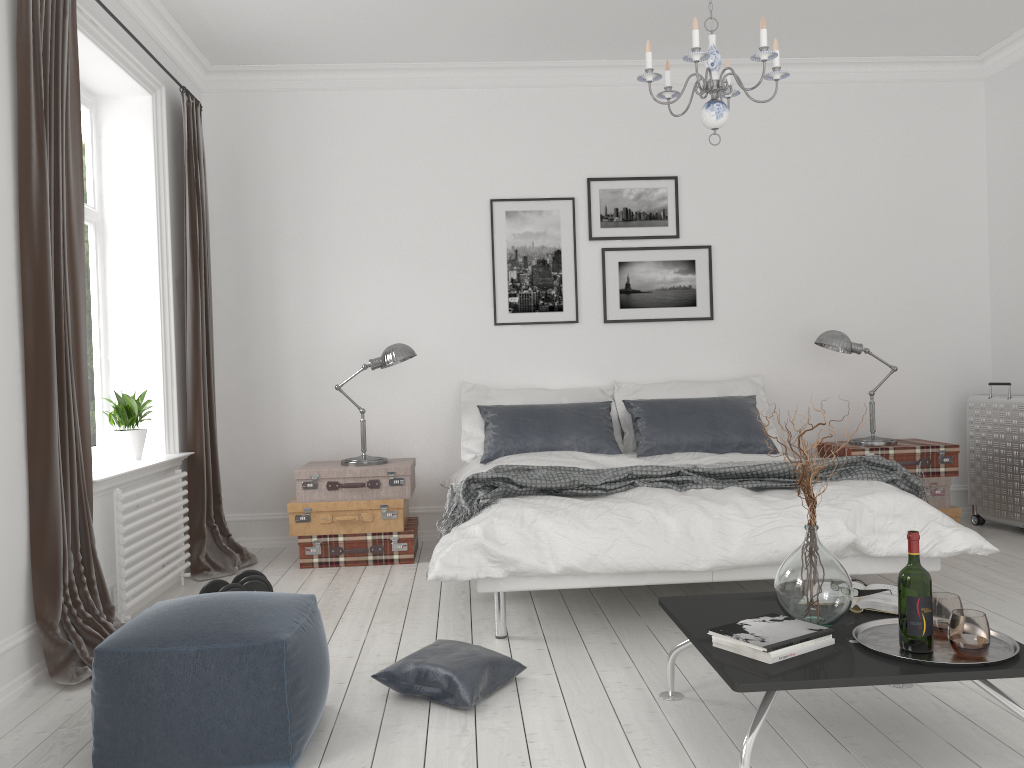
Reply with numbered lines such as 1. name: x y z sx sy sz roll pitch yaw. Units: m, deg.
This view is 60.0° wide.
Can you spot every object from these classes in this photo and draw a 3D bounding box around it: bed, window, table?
1. bed: 0.705 0.515 4.531 2.217 0.926 2.473 -2 1 -3
2. window: -2.151 -0.555 4.207 0.120 1.956 1.112 -2 1 -3
3. table: 0.906 0.839 2.500 0.833 0.313 0.824 -2 1 -3

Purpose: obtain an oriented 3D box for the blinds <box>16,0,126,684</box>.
1. blinds: -1.617 -0.279 3.351 0.294 2.681 0.582 -2 1 4

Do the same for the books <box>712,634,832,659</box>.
1. books: 0.688 0.670 2.348 0.254 0.014 0.191 -2 1 -36

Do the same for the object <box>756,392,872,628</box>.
1. object: 0.814 0.352 2.485 0.291 0.666 0.313 -3 1 -41

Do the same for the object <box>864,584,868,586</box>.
1. object: 1.403 0.901 3.651 0.322 0.127 0.300 -2 1 -3

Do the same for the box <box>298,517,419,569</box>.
1. box: -0.885 0.928 5.214 0.647 0.185 0.537 -2 1 -3

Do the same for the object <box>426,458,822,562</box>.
1. object: 0.713 0.633 4.260 2.236 0.500 0.521 -2 1 0

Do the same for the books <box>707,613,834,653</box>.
1. books: 0.686 0.657 2.355 0.257 0.012 0.207 -2 1 -32

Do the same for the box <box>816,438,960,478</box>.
1. box: 2.273 0.454 5.389 0.647 0.185 0.537 -2 1 -3

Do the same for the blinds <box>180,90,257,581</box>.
1. blinds: -1.683 -0.300 5.089 0.327 2.680 0.779 -2 1 -8

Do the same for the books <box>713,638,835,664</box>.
1. books: 0.693 0.684 2.349 0.259 0.014 0.191 -2 1 -34

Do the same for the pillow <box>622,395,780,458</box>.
1. pillow: 1.107 0.251 5.275 0.842 0.339 0.405 -2 1 -3

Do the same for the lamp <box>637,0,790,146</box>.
1. lamp: 0.764 -1.479 3.406 0.594 1.123 0.528 -2 1 -3

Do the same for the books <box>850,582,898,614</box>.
1. books: 1.074 0.655 2.728 0.342 0.040 0.231 -1 1 28

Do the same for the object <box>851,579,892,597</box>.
1. object: 1.071 0.625 2.723 0.135 0.030 0.141 -2 1 -19

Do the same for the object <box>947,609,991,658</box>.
1. object: 1.143 0.625 2.218 0.095 0.106 0.095 -2 1 8

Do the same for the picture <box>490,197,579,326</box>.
1. picture: 0.145 -0.790 5.719 0.545 0.810 0.015 -2 1 -3

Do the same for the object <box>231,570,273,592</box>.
1. object: -1.203 0.959 4.093 0.179 0.179 0.326 -2 1 -23

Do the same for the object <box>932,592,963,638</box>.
1. object: 1.164 0.622 2.389 0.095 0.106 0.095 -2 1 8

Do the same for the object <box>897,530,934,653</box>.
1. object: 1.034 0.529 2.275 0.081 0.303 0.081 -2 1 14

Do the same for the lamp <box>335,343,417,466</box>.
1. lamp: -0.791 0.116 5.205 0.488 0.699 0.269 -2 1 -3

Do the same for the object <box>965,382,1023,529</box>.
1. object: 3.044 0.438 5.407 0.208 0.902 0.647 -2 1 -13

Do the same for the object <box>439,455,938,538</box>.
1. object: 0.751 0.532 3.889 2.154 0.377 0.536 -2 1 -1

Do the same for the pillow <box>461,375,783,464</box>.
1. pillow: 0.661 0.211 5.469 1.965 0.529 0.465 -2 1 -4

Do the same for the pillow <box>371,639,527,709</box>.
1. pillow: -0.206 0.958 2.991 0.381 0.121 0.391 -2 1 27

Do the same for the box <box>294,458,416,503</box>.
1. box: -0.901 0.561 5.204 0.647 0.185 0.537 -2 1 -3

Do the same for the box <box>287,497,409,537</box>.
1. box: -0.942 0.747 5.204 0.647 0.185 0.537 -2 1 -3

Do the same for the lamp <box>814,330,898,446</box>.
1. lamp: 2.091 0.019 5.364 0.488 0.699 0.269 -2 1 -3

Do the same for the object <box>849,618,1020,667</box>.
1. object: 1.022 0.698 2.400 0.395 0.063 0.622 -3 1 -44

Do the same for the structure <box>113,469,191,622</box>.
1. structure: -1.735 0.782 4.247 0.114 0.670 0.887 -2 1 -3

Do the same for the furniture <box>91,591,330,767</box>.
1. furniture: -0.869 0.842 2.615 0.646 0.423 0.646 -2 1 -2

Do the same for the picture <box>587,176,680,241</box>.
1. picture: 0.787 -1.139 5.752 0.592 0.403 0.015 -2 1 -3

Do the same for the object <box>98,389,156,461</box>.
1. object: -1.953 0.201 4.521 0.284 0.369 0.215 -2 1 -25

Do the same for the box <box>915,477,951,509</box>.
1. box: 2.223 0.640 5.384 0.647 0.185 0.537 -2 1 -3

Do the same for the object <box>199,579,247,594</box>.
1. object: -1.276 0.963 3.925 0.326 0.179 0.179 -1 1 42

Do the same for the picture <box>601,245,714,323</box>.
1. picture: 0.947 -0.648 5.766 0.720 0.486 0.015 -2 1 -3

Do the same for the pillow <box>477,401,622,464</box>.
1. pillow: 0.215 0.282 5.235 0.837 0.329 0.405 -2 1 -3

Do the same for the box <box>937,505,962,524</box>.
1. box: 2.285 0.822 5.390 0.647 0.185 0.537 -2 1 -3
